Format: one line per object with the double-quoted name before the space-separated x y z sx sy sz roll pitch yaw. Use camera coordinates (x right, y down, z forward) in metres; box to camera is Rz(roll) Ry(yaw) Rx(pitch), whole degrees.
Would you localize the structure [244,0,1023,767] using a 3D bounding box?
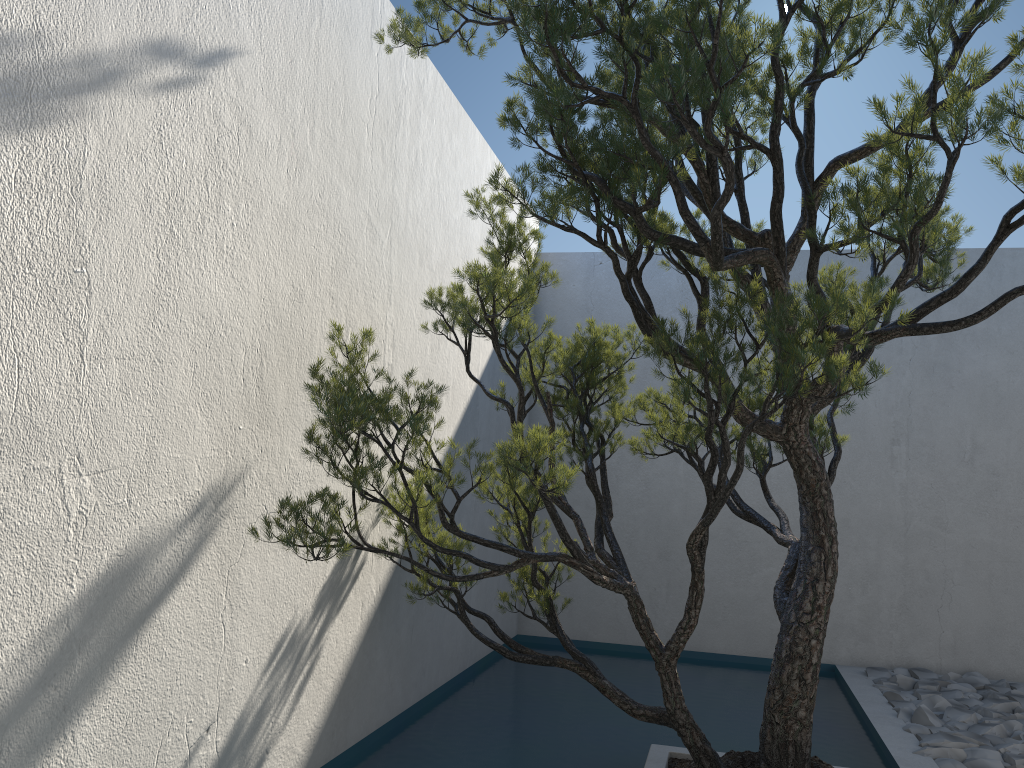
"structure" 0.690 -0.019 3.080 2.585 3.457 2.531 3 -4 7
